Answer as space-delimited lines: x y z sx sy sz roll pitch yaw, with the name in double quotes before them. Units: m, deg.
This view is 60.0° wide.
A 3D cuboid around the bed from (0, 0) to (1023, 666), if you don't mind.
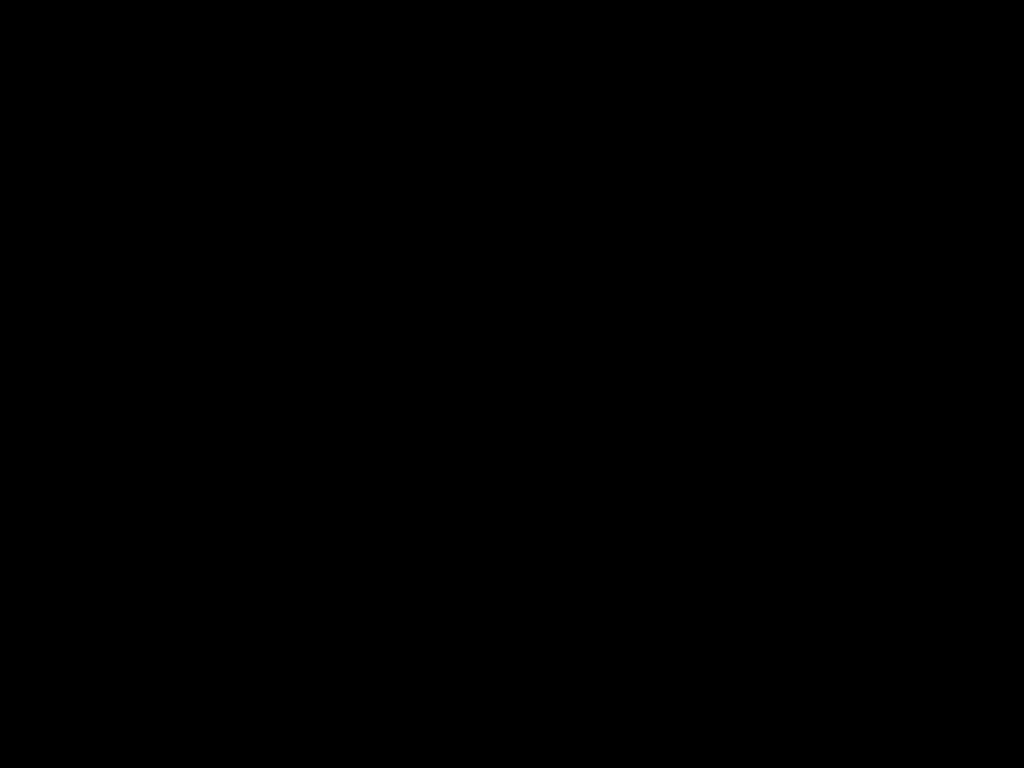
"bed" 0.330 -0.302 1.196 2.087 0.994 3.009 -7 -2 -2
